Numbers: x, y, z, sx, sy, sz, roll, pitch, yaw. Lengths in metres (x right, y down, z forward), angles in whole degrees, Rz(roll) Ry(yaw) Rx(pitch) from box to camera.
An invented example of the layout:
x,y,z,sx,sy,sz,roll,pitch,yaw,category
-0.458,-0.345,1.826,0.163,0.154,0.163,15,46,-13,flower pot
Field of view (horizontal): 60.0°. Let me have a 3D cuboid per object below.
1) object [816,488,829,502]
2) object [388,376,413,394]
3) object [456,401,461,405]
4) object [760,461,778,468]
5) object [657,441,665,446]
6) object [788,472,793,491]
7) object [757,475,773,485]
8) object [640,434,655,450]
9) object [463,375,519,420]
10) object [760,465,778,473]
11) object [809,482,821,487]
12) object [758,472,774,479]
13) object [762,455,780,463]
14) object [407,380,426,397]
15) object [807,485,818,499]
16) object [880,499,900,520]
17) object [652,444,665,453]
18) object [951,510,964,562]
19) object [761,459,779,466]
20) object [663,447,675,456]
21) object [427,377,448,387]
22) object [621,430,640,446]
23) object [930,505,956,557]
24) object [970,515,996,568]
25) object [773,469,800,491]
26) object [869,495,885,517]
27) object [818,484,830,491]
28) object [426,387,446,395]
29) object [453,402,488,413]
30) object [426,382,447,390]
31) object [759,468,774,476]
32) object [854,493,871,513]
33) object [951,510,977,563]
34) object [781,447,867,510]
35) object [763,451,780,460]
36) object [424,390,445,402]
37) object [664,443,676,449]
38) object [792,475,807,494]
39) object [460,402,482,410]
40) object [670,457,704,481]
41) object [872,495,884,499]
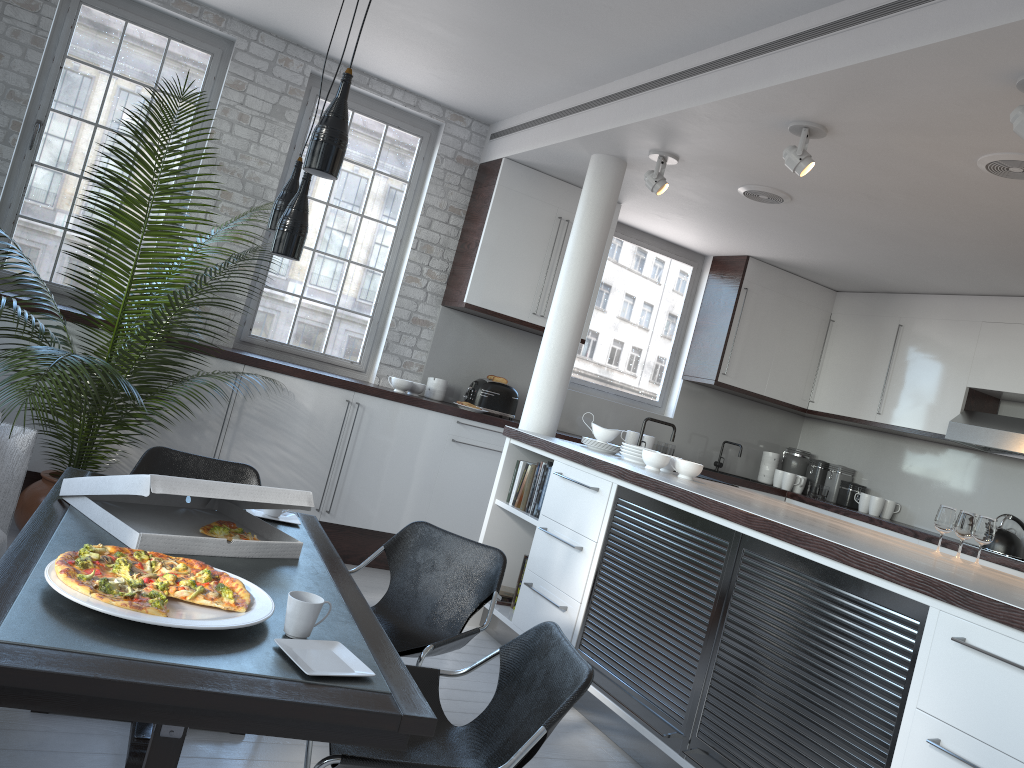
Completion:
x,y,z,sx,sy,sz,roll,pitch,yaw,category
2.601,0.929,7.430,0.094,0.098,0.094,15,-2,-10,object
-0.776,0.012,6.189,0.156,0.093,0.157,16,-1,-28,object
-0.326,0.158,6.360,0.136,0.037,0.139,15,-1,-28,object
2.314,0.744,7.981,0.152,0.060,0.153,15,-1,-27,object
1.244,0.533,7.374,0.093,0.098,0.094,17,-2,-44,object
2.461,0.864,7.838,0.109,0.152,0.137,14,-2,27,object
2.286,0.869,7.976,0.153,0.055,0.152,15,-1,16,object
1.055,0.480,6.969,0.109,0.152,0.137,14,-2,24,object
-0.152,0.080,6.629,0.412,0.291,0.279,16,-2,-27,object
2.308,0.773,7.979,0.154,0.075,0.152,15,-1,30,object
2.564,0.889,7.527,0.094,0.098,0.094,15,-2,-10,object
2.294,0.834,7.975,0.153,0.074,0.153,15,-1,-24,object
2.328,0.680,7.979,0.153,0.067,0.152,15,-1,19,object
-0.697,0.034,6.335,0.157,0.093,0.156,14,-1,44,object
2.555,0.917,7.524,0.094,0.098,0.094,15,-2,-10,object
3.060,1.021,7.203,0.137,0.152,0.109,16,-2,-19,object
1.190,0.548,7.236,0.093,0.098,0.094,17,-2,-44,object
2.007,0.678,3.947,0.082,0.223,0.083,17,-3,-37,object
2.321,0.710,7.981,0.153,0.076,0.154,15,-1,-6,object
1.282,0.573,7.280,0.094,0.098,0.094,15,-2,-10,object
-0.551,-0.006,6.535,0.154,0.075,0.152,15,-1,30,object
0.933,0.447,6.997,0.137,0.152,0.109,16,-2,-32,object
1.915,0.653,3.940,0.083,0.223,0.082,15,-2,10,object
2.050,0.689,3.866,0.082,0.223,0.083,17,-3,-33,object
2.372,0.839,7.728,0.134,0.152,0.251,16,-1,-25,object
2.933,0.986,7.161,0.108,0.152,0.138,15,-2,-12,object
2.608,0.900,7.432,0.094,0.098,0.094,15,-2,-10,object
-0.565,0.055,6.532,0.153,0.074,0.153,15,-1,-24,object
-0.295,0.176,6.315,0.260,0.028,0.263,15,-1,-39,object
-0.558,0.026,6.532,0.153,0.062,0.153,15,-1,2,object
2.301,0.805,7.975,0.153,0.062,0.153,15,-1,2,object
2.883,0.973,7.256,0.138,0.152,0.109,15,-2,-5,object
1.959,0.664,3.848,0.082,0.223,0.083,17,-3,-36,object
2.730,0.820,7.782,0.242,0.375,0.878,16,-1,-31,object
2.334,0.649,7.983,0.153,0.070,0.152,15,-1,20,object
-0.573,0.090,6.533,0.153,0.055,0.152,15,-1,16,object
1.290,0.544,7.281,0.094,0.098,0.094,15,-2,-10,object
2.506,0.875,7.702,0.108,0.152,0.138,16,-2,-28,object
-0.297,0.160,6.316,0.139,0.044,0.136,15,-1,25,object
0.936,0.460,4.740,0.156,0.093,0.157,15,-1,-12,object
2.991,1.003,7.317,0.139,0.152,0.108,14,-2,35,object
